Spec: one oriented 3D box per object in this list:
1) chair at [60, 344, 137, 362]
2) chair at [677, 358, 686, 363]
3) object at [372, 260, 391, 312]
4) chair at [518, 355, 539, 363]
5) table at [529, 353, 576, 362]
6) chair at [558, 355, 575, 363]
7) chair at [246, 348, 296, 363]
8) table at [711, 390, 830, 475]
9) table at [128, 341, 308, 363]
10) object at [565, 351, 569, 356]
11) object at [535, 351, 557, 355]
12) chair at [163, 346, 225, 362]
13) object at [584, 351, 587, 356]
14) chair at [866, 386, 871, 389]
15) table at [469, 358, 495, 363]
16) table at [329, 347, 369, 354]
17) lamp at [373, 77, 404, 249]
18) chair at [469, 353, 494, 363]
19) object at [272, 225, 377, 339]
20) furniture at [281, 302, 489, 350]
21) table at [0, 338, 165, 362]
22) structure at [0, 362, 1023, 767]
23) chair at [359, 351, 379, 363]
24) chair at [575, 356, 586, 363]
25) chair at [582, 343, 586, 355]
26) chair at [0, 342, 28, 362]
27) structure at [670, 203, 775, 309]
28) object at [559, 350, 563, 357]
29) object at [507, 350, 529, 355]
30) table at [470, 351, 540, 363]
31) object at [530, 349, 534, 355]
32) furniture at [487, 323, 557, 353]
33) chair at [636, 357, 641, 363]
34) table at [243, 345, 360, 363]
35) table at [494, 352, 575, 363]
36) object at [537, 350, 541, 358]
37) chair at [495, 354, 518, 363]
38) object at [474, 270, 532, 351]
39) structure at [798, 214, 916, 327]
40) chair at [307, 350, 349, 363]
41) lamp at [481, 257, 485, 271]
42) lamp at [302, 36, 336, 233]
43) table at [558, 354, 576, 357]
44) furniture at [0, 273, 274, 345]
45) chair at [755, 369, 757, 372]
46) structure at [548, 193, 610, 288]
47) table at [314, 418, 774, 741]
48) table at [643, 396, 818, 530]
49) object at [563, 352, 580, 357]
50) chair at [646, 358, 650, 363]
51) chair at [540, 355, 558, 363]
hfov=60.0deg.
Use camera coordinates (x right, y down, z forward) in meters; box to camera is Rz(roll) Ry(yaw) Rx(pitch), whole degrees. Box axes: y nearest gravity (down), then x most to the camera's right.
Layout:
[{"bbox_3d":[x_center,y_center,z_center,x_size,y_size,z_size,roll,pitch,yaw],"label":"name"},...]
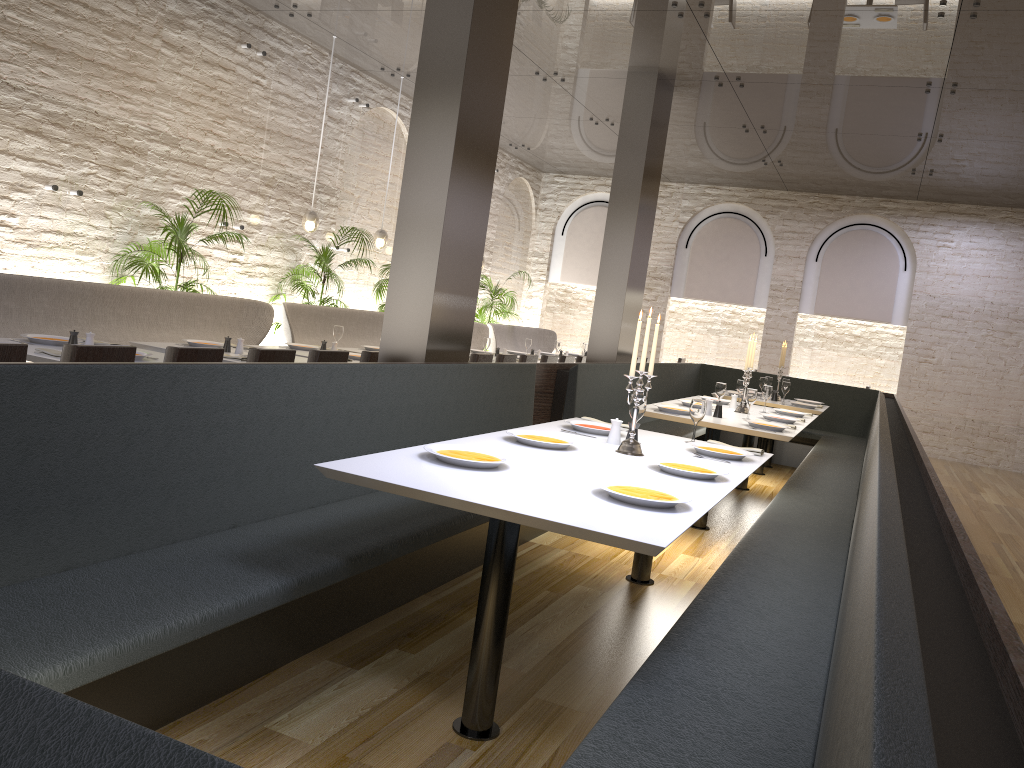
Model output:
[{"bbox_3d":[-2.109,0.234,4.066,0.567,0.904,0.412,9,3,22],"label":"chair"},{"bbox_3d":[2.756,-0.055,15.919,0.567,0.904,0.412,9,3,22],"label":"chair"},{"bbox_3d":[-1.314,-0.784,11.355,1.143,1.971,1.193,7,3,-27],"label":"object"},{"bbox_3d":[-0.106,0.119,8.888,0.567,0.904,0.412,9,3,22],"label":"chair"},{"bbox_3d":[0.675,0.010,12.446,0.938,0.759,1.010,10,4,22],"label":"table"},{"bbox_3d":[0.339,0.094,9.959,0.567,0.904,0.412,9,3,22],"label":"chair"},{"bbox_3d":[-1.644,0.207,5.184,0.567,0.904,0.412,9,3,22],"label":"chair"},{"bbox_3d":[2.721,0.545,9.451,1.103,0.758,1.188,10,4,22],"label":"table"},{"bbox_3d":[-1.952,0.160,6.120,0.938,0.759,1.010,10,4,22],"label":"table"},{"bbox_3d":[0.765,-0.412,12.391,0.059,0.109,0.059,6,3,-32],"label":"object"},{"bbox_3d":[0.481,-0.424,12.534,0.321,0.036,0.323,5,5,-30],"label":"object"},{"bbox_3d":[-1.881,0.221,4.614,0.567,0.904,0.412,9,3,22],"label":"chair"},{"bbox_3d":[1.121,-0.447,13.429,0.059,0.109,0.059,6,3,-32],"label":"object"},{"bbox_3d":[5.600,0.444,14.729,0.567,0.904,0.412,9,3,22],"label":"chair"},{"bbox_3d":[-0.626,0.084,9.313,0.938,0.759,1.010,10,4,22],"label":"table"},{"bbox_3d":[-1.072,0.109,8.240,0.938,0.759,1.010,10,4,22],"label":"table"},{"bbox_3d":[-1.434,-2.610,10.486,0.178,2.037,0.178,8,2,7],"label":"lamp"},{"bbox_3d":[-0.537,0.144,7.849,0.567,0.904,0.412,9,3,22],"label":"chair"},{"bbox_3d":[-2.083,-0.739,9.498,1.185,1.971,1.150,6,4,-37],"label":"object"},{"bbox_3d":[-1.131,-0.212,9.981,0.710,1.095,4.475,9,5,22],"label":"furniture"},{"bbox_3d":[-2.432,0.187,4.964,0.938,0.759,1.010,10,4,22],"label":"table"},{"bbox_3d":[1.172,0.520,5.624,2.377,0.999,10.746,10,5,22],"label":"structure"},{"bbox_3d":[-1.199,0.182,6.255,0.567,0.904,0.412,9,3,22],"label":"chair"},{"bbox_3d":[0.565,0.081,10.504,0.567,0.904,0.412,9,3,22],"label":"chair"},{"bbox_3d":[1.558,-0.266,16.420,0.567,0.904,0.412,9,3,22],"label":"chair"},{"bbox_3d":[-2.325,0.246,3.543,0.567,0.904,0.412,9,3,22],"label":"chair"},{"bbox_3d":[3.576,-2.191,14.858,1.637,1.672,0.098,9,3,22],"label":"structure"},{"bbox_3d":[0.684,-0.422,12.376,0.059,0.109,0.059,6,3,-32],"label":"object"},{"bbox_3d":[0.058,-0.400,11.515,0.321,0.036,0.323,5,5,-30],"label":"object"},{"bbox_3d":[-0.177,0.058,10.395,0.938,0.759,1.010,10,4,22],"label":"table"},{"bbox_3d":[0.261,-0.398,11.357,0.059,0.109,0.059,6,3,-32],"label":"object"},{"bbox_3d":[0.279,-0.293,13.376,0.709,1.095,2.584,9,4,22],"label":"furniture"},{"bbox_3d":[1.534,0.026,12.838,0.567,0.904,0.412,9,3,22],"label":"chair"},{"bbox_3d":[-1.518,0.135,7.166,0.938,0.759,1.010,10,4,22],"label":"table"},{"bbox_3d":[0.252,0.034,11.427,0.938,0.759,1.010,10,4,22],"label":"table"},{"bbox_3d":[0.342,-0.388,11.372,0.059,0.109,0.059,6,3,-32],"label":"object"},{"bbox_3d":[-0.322,0.132,8.367,0.567,0.904,0.412,9,3,22],"label":"chair"},{"bbox_3d":[-0.355,-0.835,13.624,1.145,1.971,1.190,8,3,3],"label":"object"},{"bbox_3d":[5.511,-1.851,14.049,1.637,1.672,0.098,9,3,22],"label":"structure"},{"bbox_3d":[-1.427,0.195,5.706,0.567,0.904,0.412,9,3,22],"label":"chair"},{"bbox_3d":[-0.359,-2.671,13.076,0.178,2.037,0.178,8,2,1],"label":"lamp"},{"bbox_3d":[-1.972,-2.580,9.191,0.178,2.037,0.177,10,3,43],"label":"lamp"},{"bbox_3d":[1.112,-0.015,13.499,0.938,0.759,1.010,10,4,22],"label":"table"},{"bbox_3d":[-2.911,-0.111,5.697,0.710,1.095,4.475,9,5,22],"label":"furniture"},{"bbox_3d":[4.402,0.234,15.230,0.567,0.904,0.412,9,3,22],"label":"chair"},{"bbox_3d":[1.512,-2.553,15.721,1.637,1.672,0.098,9,3,22],"label":"structure"},{"bbox_3d":[0.328,0.682,3.687,1.103,0.758,2.538,10,5,22],"label":"table"},{"bbox_3d":[1.741,0.601,7.090,1.103,0.758,2.538,10,5,22],"label":"table"},{"bbox_3d":[0.918,-0.449,13.587,0.321,0.036,0.323,5,5,-30],"label":"object"},{"bbox_3d":[1.756,0.013,13.371,0.567,0.904,0.412,9,3,22],"label":"chair"},{"bbox_3d":[0.121,0.106,9.434,0.567,0.904,0.412,9,3,22],"label":"chair"}]
